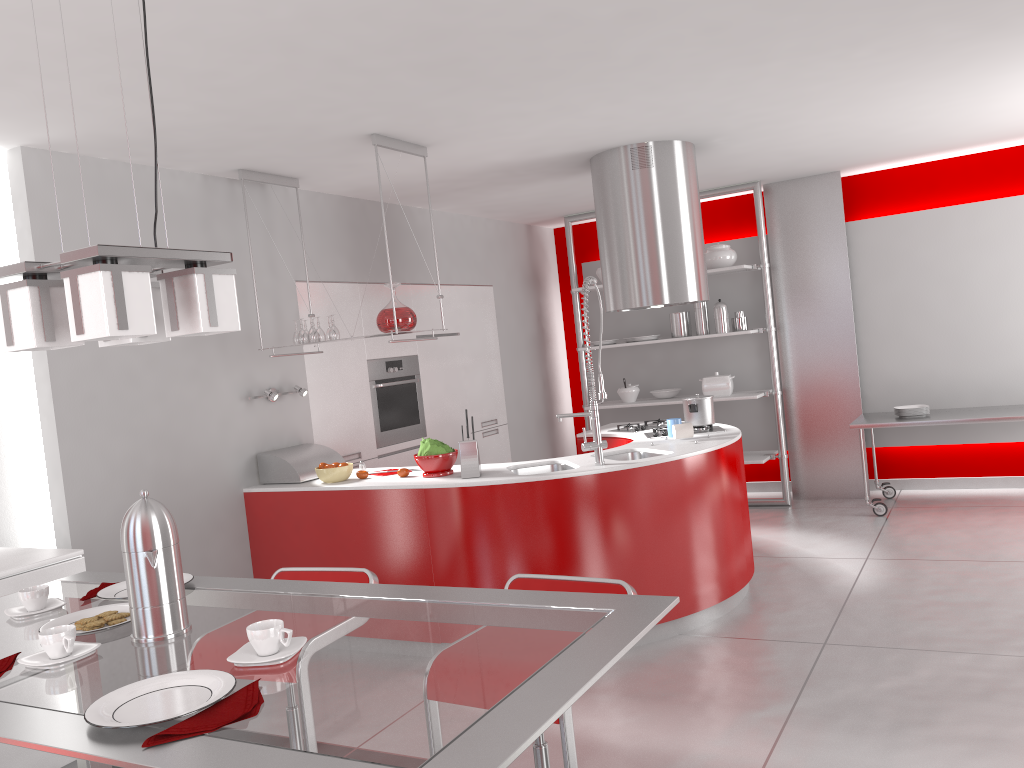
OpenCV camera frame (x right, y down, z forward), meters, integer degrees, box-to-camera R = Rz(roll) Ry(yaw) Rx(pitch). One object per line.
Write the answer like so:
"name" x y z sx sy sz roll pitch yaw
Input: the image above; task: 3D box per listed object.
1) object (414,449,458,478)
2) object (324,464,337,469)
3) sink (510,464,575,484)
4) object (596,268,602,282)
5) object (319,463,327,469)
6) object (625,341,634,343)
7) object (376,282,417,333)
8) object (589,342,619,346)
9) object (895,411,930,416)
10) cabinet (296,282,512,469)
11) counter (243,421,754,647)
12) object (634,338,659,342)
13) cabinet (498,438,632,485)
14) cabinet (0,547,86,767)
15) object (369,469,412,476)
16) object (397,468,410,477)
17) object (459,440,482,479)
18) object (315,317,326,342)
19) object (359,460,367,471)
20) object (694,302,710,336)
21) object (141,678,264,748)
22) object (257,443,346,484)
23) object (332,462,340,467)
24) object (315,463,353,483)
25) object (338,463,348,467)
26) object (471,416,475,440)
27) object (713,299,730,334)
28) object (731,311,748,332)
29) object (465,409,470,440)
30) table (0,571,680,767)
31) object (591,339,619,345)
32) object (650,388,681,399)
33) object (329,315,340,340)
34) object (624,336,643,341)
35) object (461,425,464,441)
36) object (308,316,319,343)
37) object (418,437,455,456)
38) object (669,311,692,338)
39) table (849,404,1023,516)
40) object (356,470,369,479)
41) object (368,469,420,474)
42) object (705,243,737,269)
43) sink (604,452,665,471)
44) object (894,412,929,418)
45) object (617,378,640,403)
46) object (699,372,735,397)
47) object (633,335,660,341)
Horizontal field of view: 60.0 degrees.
"object" -0.385 0.411 4.558 0.229 0.118 0.228 -6 2 0
"object" -0.970 0.453 4.744 0.065 0.052 0.062 -6 2 14
"sink" 0.162 0.522 4.446 0.326 0.172 0.428 -7 2 -10
"object" 0.841 -0.946 7.641 0.231 0.191 0.231 -7 2 -21
"object" -1.012 0.452 4.788 0.055 0.058 0.066 -6 2 14
"object" 1.091 -0.374 7.727 0.280 0.015 0.280 -7 2 -24
"object" -0.613 -0.397 4.654 0.213 0.266 0.213 -8 3 -33
"object" 0.801 -0.339 7.635 0.280 0.015 0.280 -7 2 -24
"object" 2.929 0.217 6.496 0.228 0.020 0.228 -6 2 11
"cabinet" -0.890 0.311 6.588 0.614 2.026 2.398 -5 3 29
"counter" 0.107 0.842 5.008 2.865 0.880 1.868 -7 2 -27
"object" 1.127 -0.367 7.438 0.280 0.015 0.280 -7 3 -32
"cabinet" -0.111 0.827 5.173 1.875 0.761 1.025 -7 2 -16
"cabinet" -2.338 1.188 2.871 0.610 0.880 1.802 -5 3 29
"object" -0.681 0.486 4.876 0.168 0.006 0.266 -8 3 -34
"object" -0.567 0.462 4.635 0.064 0.048 0.063 -6 2 7
"object" -0.209 0.365 4.383 0.091 0.178 0.137 -6 2 2
"object" -1.050 -0.294 4.830 0.060 0.141 0.060 -5 3 29
"object" -0.851 0.468 5.047 0.043 0.066 0.042 -4 3 42
"object" 1.543 -0.562 7.220 0.109 0.329 0.110 -5 2 27
"object" -0.411 0.473 1.278 0.095 0.012 0.234 -5 2 28
"object" -1.192 0.446 5.061 0.300 0.170 0.400 -5 3 29
"object" -0.952 0.450 4.804 0.066 0.049 0.062 -5 2 26
"object" -0.949 0.482 4.756 0.201 0.086 0.201 -5 3 30
"object" -0.906 0.446 4.756 0.066 0.049 0.062 -4 3 37
"object" -0.187 0.302 4.399 0.012 0.279 0.130 -6 2 0
"object" 1.674 -0.544 7.094 0.115 0.274 0.115 -5 2 22
"object" 1.850 -0.509 7.216 0.127 0.157 0.127 -4 3 39
"object" -0.215 0.289 4.408 0.014 0.322 0.150 -6 2 0
"table" -0.573 0.983 1.702 1.700 1.000 0.800 -5 3 29
"object" 0.799 -0.353 7.634 0.244 0.042 0.244 -6 2 13
"object" 1.321 0.089 7.613 0.272 0.072 0.272 -6 2 -7
"object" -0.962 -0.302 4.783 0.060 0.141 0.060 -5 3 29
"object" 1.089 -0.388 7.727 0.244 0.042 0.244 -5 2 21
"object" -0.241 0.305 4.400 0.009 0.197 0.091 -6 2 0
"object" -1.067 -0.289 4.746 0.060 0.141 0.060 -6 2 6
"object" -0.382 0.357 4.552 0.198 0.182 0.193 -5 3 35
"object" 1.394 -0.490 7.359 0.184 0.205 0.172 -5 3 34
"table" 3.348 0.541 6.346 1.627 0.682 0.749 -5 3 30
"object" -0.800 0.486 4.741 0.065 0.047 0.063 -5 3 29
"object" -0.626 0.474 4.865 0.375 0.008 0.041 -6 2 6
"object" 1.688 -1.037 7.234 0.287 0.222 0.287 -7 2 -17
"sink" 0.627 0.467 4.581 0.326 0.172 0.428 -7 2 -22
"object" 2.930 0.227 6.496 0.228 0.020 0.228 -6 2 11
"object" 0.999 0.051 7.617 0.192 0.214 0.192 -6 2 15
"object" 1.692 -0.001 7.298 0.282 0.197 0.235 -5 2 19
"object" 1.125 -0.380 7.438 0.244 0.042 0.244 -6 2 13
